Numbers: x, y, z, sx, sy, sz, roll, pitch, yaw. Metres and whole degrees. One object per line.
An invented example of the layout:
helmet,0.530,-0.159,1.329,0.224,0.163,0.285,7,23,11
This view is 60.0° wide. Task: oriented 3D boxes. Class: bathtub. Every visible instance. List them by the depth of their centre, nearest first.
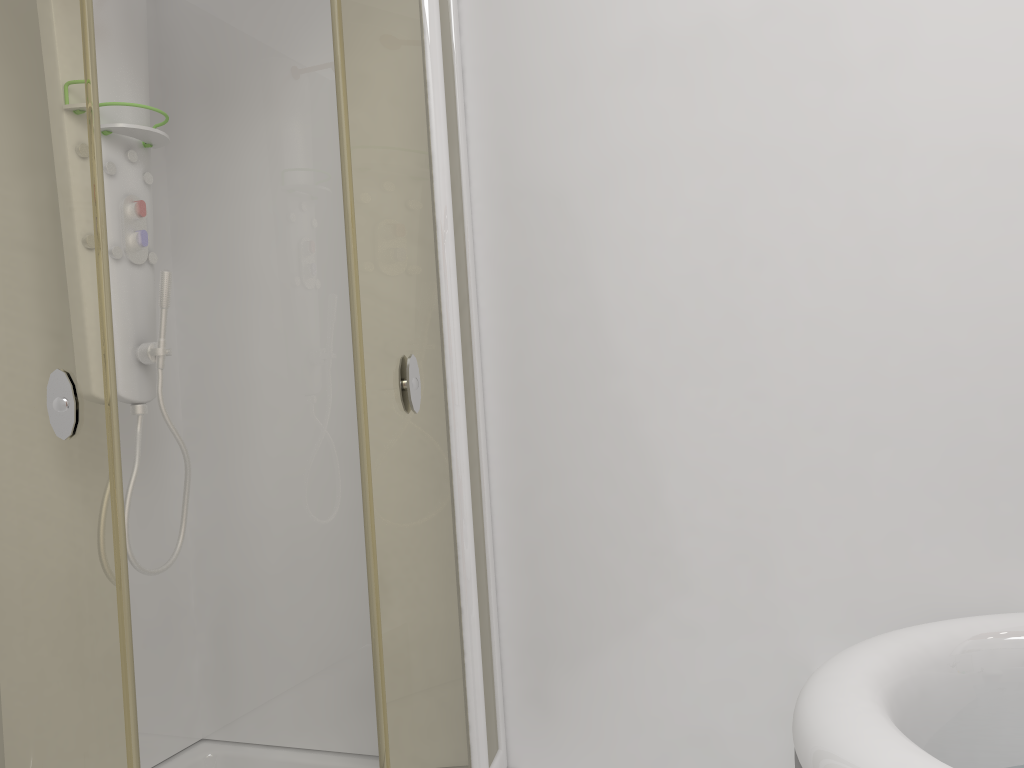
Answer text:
bathtub,1.299,0.703,0.967,1.863,0.674,1.055,-4,0,21

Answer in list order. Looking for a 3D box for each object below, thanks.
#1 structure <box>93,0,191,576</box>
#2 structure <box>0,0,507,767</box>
structure,-0.699,-0.262,1.896,0.358,1.343,0.201,-4,0,21
structure,-0.601,0.036,1.730,0.933,2.234,0.932,-4,0,21
